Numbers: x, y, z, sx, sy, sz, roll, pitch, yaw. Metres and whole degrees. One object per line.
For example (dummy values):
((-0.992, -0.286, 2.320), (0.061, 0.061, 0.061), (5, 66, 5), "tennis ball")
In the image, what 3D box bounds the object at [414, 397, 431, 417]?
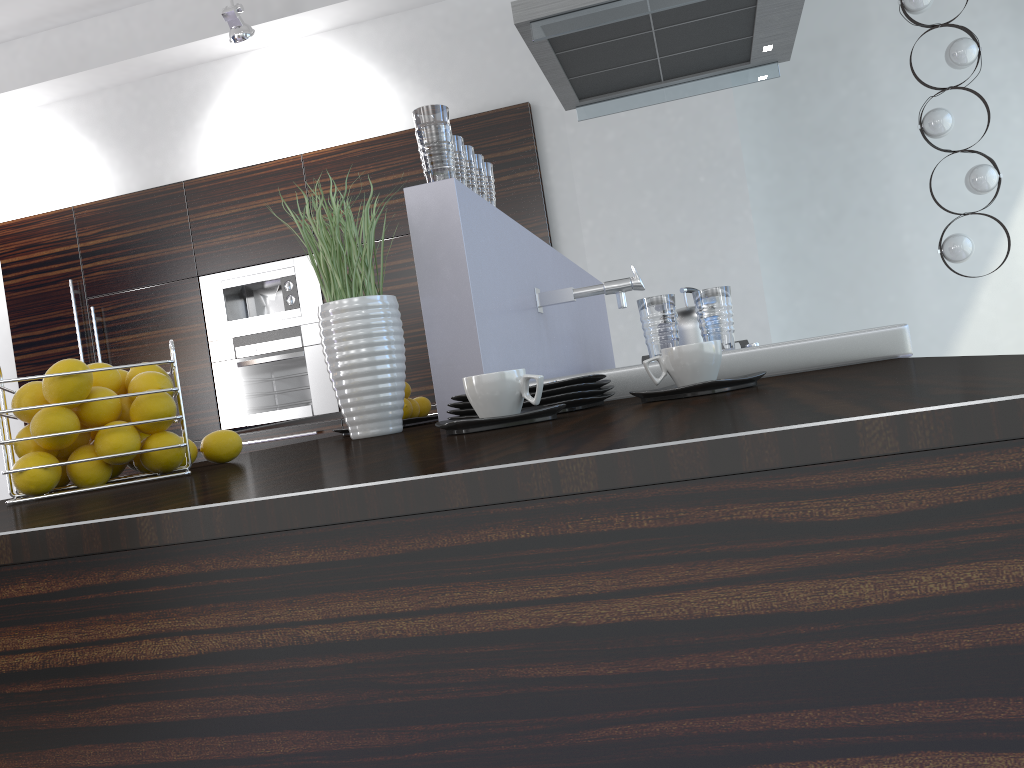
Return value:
((-0.215, 0.057, 2.035), (0.061, 0.054, 0.052), (-8, -1, -30), "object")

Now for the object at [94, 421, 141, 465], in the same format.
((-0.475, 0.071, 1.068), (0.052, 0.053, 0.062), (-8, -1, -40), "object")

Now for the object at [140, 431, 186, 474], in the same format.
((-0.433, 0.085, 1.100), (0.053, 0.053, 0.061), (-8, -1, -32), "object")

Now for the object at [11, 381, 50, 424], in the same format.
((-0.582, 0.023, 1.086), (0.063, 0.053, 0.051), (-9, -1, 26), "object")

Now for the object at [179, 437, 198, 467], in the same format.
((-0.501, 0.104, 1.329), (0.053, 0.051, 0.063), (-9, -1, 17), "object")

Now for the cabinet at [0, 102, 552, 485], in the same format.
((-1.389, -0.086, 5.642), (3.600, 2.500, 0.669), (-9, -1, 13), "cabinet")

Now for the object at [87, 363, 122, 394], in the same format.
((-0.529, 0.000, 1.129), (0.063, 0.053, 0.051), (-9, -1, 14), "object")

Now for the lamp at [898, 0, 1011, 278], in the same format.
((2.313, -1.742, 4.740), (0.367, 2.370, 0.180), (-9, -1, 6), "lamp")

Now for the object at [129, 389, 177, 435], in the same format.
((-0.441, 0.034, 1.090), (0.053, 0.055, 0.060), (-8, -1, -34), "object")

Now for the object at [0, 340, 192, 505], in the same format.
((-0.525, 0.043, 1.118), (0.207, 0.174, 0.189), (-8, -1, -22), "object")

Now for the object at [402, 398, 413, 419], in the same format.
((-0.243, 0.056, 1.930), (0.051, 0.053, 0.063), (-8, -1, -37), "object")

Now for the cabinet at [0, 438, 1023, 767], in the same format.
((0.215, 0.462, 2.141), (1.377, 0.852, 3.285), (-9, -1, 13), "cabinet")

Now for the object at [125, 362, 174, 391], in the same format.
((-0.482, 0.001, 1.179), (0.057, 0.060, 0.052), (-9, -1, 1), "object")

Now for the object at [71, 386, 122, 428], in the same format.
((-0.509, 0.028, 1.088), (0.061, 0.051, 0.055), (-9, -1, 7), "object")

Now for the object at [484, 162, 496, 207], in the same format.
((-0.071, -0.439, 2.032), (0.071, 0.119, 0.072), (-8, -1, -27), "object")

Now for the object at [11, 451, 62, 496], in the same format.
((-0.553, 0.105, 1.033), (0.053, 0.052, 0.062), (-8, -1, -38), "object")

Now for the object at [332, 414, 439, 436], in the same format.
((-0.269, 0.092, 2.000), (0.232, 0.020, 0.232), (-9, -1, 21), "object")

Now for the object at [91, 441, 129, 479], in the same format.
((-0.518, 0.093, 1.135), (0.052, 0.060, 0.057), (-9, -1, 19), "object")

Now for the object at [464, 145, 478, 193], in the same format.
((-0.107, -0.436, 1.875), (0.072, 0.119, 0.071), (-8, -1, -37), "object")

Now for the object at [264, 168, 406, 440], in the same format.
((-0.307, -0.151, 1.606), (0.247, 0.502, 0.269), (-8, -1, -34), "object")

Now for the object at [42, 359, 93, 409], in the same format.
((-0.527, 0.000, 1.052), (0.059, 0.060, 0.050), (-9, -1, 13), "object")

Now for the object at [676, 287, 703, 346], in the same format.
((0.587, -0.224, 2.955), (0.220, 0.196, 0.229), (-9, -1, 5), "object")

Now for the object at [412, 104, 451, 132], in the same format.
((-0.149, -0.470, 1.718), (0.072, 0.119, 0.071), (-8, -1, -37), "object")

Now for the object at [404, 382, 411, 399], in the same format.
((-0.253, 0.017, 1.958), (0.063, 0.048, 0.053), (-8, -1, -21), "object")

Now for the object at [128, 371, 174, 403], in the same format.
((-0.460, 0.009, 1.130), (0.053, 0.051, 0.063), (-8, -1, -32), "object")

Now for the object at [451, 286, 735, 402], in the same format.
((0.134, -0.068, 1.498), (0.269, 0.147, 0.646), (-9, -1, 38), "object")

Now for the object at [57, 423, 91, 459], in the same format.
((-0.557, 0.066, 1.106), (0.062, 0.053, 0.051), (-9, -1, 21), "object")

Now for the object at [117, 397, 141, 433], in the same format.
((-0.494, 0.040, 1.147), (0.051, 0.053, 0.064), (-9, -1, 16), "object")

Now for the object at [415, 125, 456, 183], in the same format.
((-0.143, -0.432, 1.717), (0.072, 0.119, 0.071), (-8, -1, -37), "object")

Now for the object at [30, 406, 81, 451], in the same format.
((-0.539, 0.052, 1.047), (0.053, 0.054, 0.061), (-8, -1, -31), "object")

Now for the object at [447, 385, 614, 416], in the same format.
((0.032, 0.030, 1.349), (0.232, 0.020, 0.232), (-9, -1, 21), "object")

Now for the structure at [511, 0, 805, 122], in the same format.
((0.472, -1.750, 3.144), (0.915, 1.231, 0.981), (-9, -1, 13), "structure")

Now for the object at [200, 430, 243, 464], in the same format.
((-0.445, 0.096, 1.358), (0.063, 0.051, 0.053), (-9, -1, -18), "object")

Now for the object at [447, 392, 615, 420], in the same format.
((0.034, 0.040, 1.349), (0.232, 0.020, 0.232), (-9, -1, 21), "object")

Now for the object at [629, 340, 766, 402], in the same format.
((0.241, -0.018, 1.164), (0.153, 0.069, 0.153), (-8, -1, -44), "object")

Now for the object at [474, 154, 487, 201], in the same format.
((-0.089, -0.437, 1.954), (0.072, 0.119, 0.071), (-8, -1, -37), "object")

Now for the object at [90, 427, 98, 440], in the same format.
((-0.542, 0.051, 1.174), (0.052, 0.053, 0.062), (-9, -1, -15), "object")

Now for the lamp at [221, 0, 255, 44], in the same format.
((-1.659, -2.074, 4.658), (0.171, 0.511, 0.605), (-9, -1, 45), "lamp")

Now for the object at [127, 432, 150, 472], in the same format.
((-0.500, 0.091, 1.195), (0.052, 0.057, 0.060), (-9, -1, 15), "object")

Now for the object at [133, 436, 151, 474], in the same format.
((-0.461, 0.091, 1.153), (0.061, 0.053, 0.053), (-8, -1, -35), "object")

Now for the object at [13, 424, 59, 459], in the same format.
((-0.580, 0.073, 1.087), (0.051, 0.055, 0.061), (-9, -1, -8), "object")

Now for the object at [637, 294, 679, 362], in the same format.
((0.277, -0.103, 1.653), (0.071, 0.119, 0.072), (-9, -1, 13), "object")

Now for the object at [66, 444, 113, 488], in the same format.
((-0.512, 0.101, 1.076), (0.050, 0.055, 0.061), (-8, -1, -31), "object")

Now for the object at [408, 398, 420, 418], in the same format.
((-0.240, 0.061, 1.982), (0.071, 0.060, 0.057), (-9, -1, 14), "object")

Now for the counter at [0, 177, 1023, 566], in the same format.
((0.191, 0.239, 2.139), (1.302, 1.300, 3.291), (-9, -1, 13), "counter")

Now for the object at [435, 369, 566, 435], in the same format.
((-0.018, 0.021, 1.088), (0.153, 0.069, 0.153), (-9, -1, -14), "object")

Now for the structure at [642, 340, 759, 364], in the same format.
((0.648, -0.110, 3.143), (0.519, 0.055, 0.709), (-9, -1, 13), "structure")

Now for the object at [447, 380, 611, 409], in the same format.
((0.031, 0.021, 1.349), (0.232, 0.020, 0.232), (-9, -1, 16), "object")

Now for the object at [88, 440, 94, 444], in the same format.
((-0.550, 0.104, 1.162), (0.074, 0.063, 0.064), (-9, -1, 33), "object")

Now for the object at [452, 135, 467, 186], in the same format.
((-0.125, -0.434, 1.796), (0.072, 0.119, 0.071), (-8, -1, -37), "object")

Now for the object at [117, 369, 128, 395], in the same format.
((-0.534, 0.005, 1.188), (0.063, 0.051, 0.053), (-8, -1, -30), "object")

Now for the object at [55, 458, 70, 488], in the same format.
((-0.583, 0.110, 1.115), (0.063, 0.053, 0.051), (-9, -1, 21), "object")
